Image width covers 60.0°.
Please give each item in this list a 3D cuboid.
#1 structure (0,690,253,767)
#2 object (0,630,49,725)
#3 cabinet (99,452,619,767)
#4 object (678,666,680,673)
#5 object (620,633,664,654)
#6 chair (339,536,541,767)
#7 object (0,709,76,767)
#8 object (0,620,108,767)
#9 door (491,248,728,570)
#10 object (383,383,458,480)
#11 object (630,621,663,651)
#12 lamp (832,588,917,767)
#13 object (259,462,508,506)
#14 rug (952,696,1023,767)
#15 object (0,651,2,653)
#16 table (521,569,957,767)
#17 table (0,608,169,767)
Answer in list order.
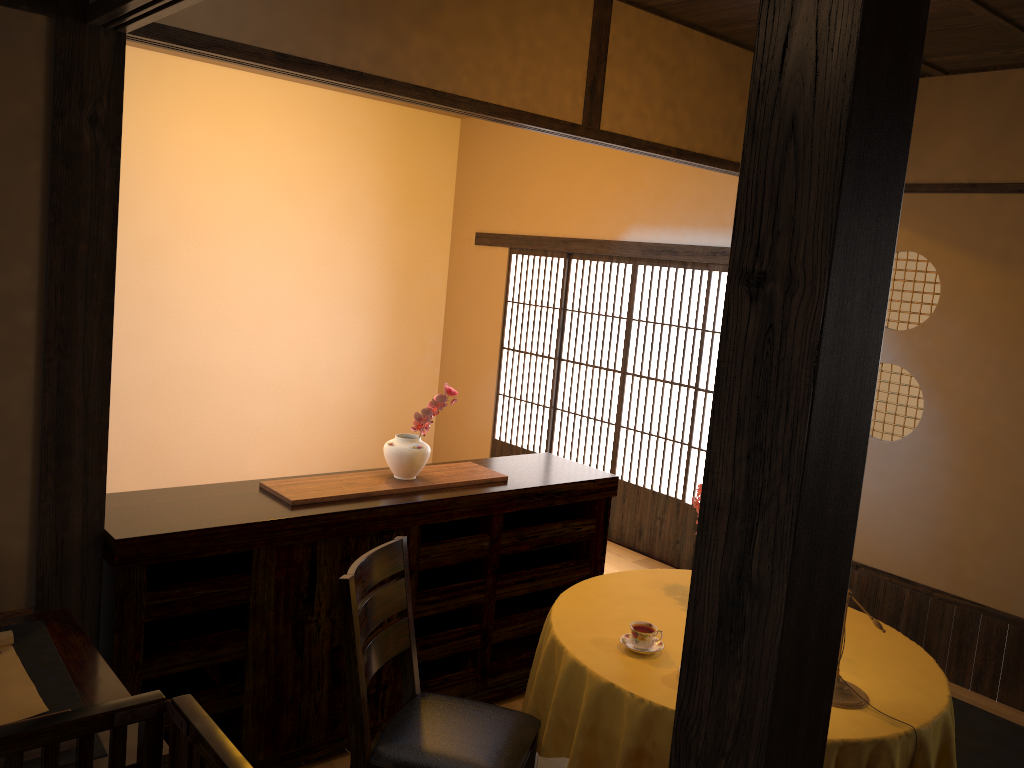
[{"bbox_3d":[-0.571,0.990,1.274,0.598,0.498,1.201,-1,10,-40],"label":"structure"},{"bbox_3d":[-1.290,0.699,2.090,0.275,0.038,0.431,-1,10,-40],"label":"object"},{"bbox_3d":[-0.545,0.879,3.570,2.186,0.968,0.491,-1,9,-40],"label":"cabinet"},{"bbox_3d":[0.574,0.885,2.680,0.144,0.024,0.144,7,8,9],"label":"object"},{"bbox_3d":[0.418,0.845,2.862,0.144,0.024,0.144,7,8,9],"label":"object"},{"bbox_3d":[-0.233,1.033,2.734,0.578,0.957,0.492,7,7,14],"label":"chair"},{"bbox_3d":[-1.070,0.757,1.855,0.295,0.028,0.121,-1,10,-40],"label":"object"},{"bbox_3d":[-1.248,0.727,2.062,0.405,0.003,0.763,-1,10,-37],"label":"object"},{"bbox_3d":[0.764,0.108,6.259,0.066,1.994,2.657,0,9,-40],"label":"door"},{"bbox_3d":[-0.360,0.191,3.603,0.321,0.377,0.190,1,8,-32],"label":"object"},{"bbox_3d":[0.423,0.814,2.855,0.090,0.075,0.099,3,8,-16],"label":"object"},{"bbox_3d":[0.971,1.027,2.690,0.198,1.199,0.513,0,8,-40],"label":"lamp"},{"bbox_3d":[-0.482,0.388,3.544,0.997,0.020,0.268,-1,10,-40],"label":"object"},{"bbox_3d":[1.530,1.458,4.332,0.901,0.005,2.964,-1,10,-40],"label":"rug"},{"bbox_3d":[-1.369,0.685,2.236,0.141,0.010,0.012,2,8,-25],"label":"object"},{"bbox_3d":[0.748,1.209,3.080,1.443,0.693,1.449,-1,10,-40],"label":"table"},{"bbox_3d":[-1.258,0.896,2.074,0.600,0.335,0.883,-1,10,-40],"label":"table"}]
